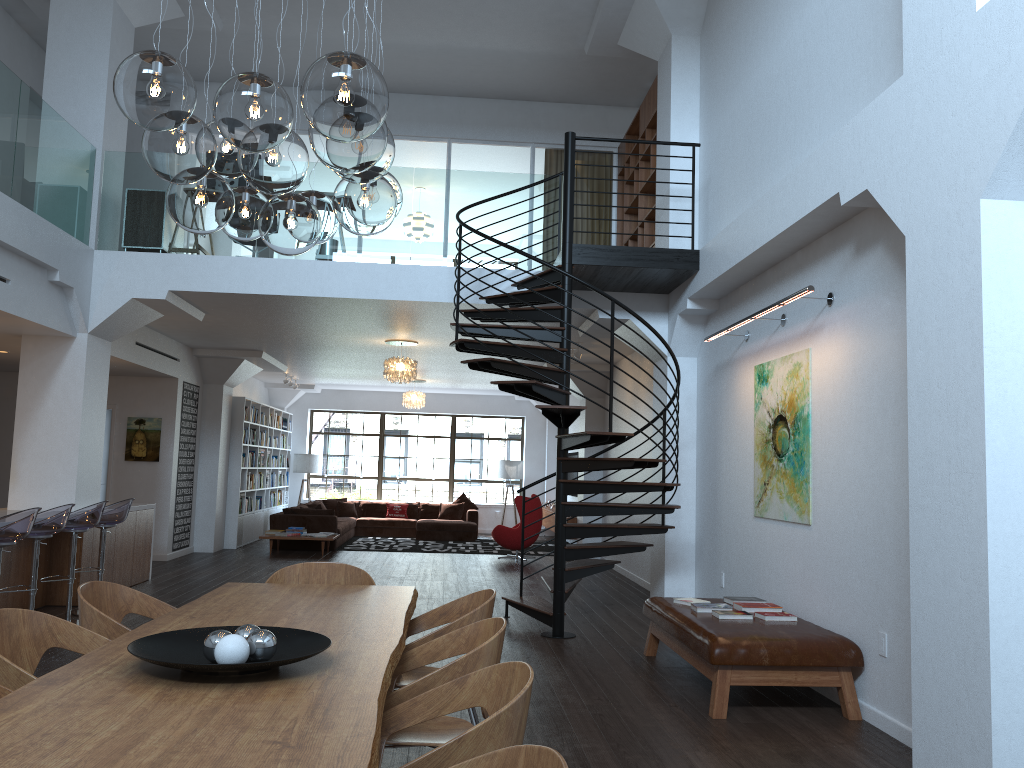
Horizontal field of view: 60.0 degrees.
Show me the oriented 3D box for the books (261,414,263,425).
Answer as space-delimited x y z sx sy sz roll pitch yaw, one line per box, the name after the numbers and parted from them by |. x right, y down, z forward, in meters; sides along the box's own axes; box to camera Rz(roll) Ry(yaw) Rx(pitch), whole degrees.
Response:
-4.517 0.629 15.773 0.146 0.202 0.027 2 -6 -4 | books

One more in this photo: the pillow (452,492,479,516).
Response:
-1.038 2.507 18.086 0.651 0.587 0.335 4 -6 -25 | pillow

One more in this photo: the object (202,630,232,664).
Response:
-0.887 0.797 2.691 0.100 0.100 0.100 -3 -7 41 | object

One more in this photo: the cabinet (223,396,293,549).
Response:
-4.717 1.610 16.339 0.461 2.414 4.500 2 -6 -4 | cabinet

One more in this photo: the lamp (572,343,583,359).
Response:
0.834 -0.419 11.196 0.120 0.211 0.111 5 -6 -30 | lamp

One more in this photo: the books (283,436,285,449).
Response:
-4.684 1.176 17.874 0.183 0.253 0.034 2 -6 -5 | books

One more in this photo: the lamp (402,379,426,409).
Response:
-1.831 0.201 16.604 0.441 0.539 0.442 -3 -7 38 | lamp

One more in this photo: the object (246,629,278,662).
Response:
-0.763 0.795 2.690 0.100 0.100 0.100 -3 -7 41 | object

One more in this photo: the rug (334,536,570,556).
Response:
-0.931 2.890 15.881 4.200 0.007 3.100 2 -6 -3 | rug

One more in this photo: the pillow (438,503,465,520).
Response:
-1.234 2.565 17.900 0.542 0.362 0.248 0 -6 17 | pillow

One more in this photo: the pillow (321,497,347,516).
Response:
-3.516 2.489 17.811 0.580 0.418 0.334 5 -6 -31 | pillow

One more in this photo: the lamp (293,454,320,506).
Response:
-4.351 2.267 18.651 0.545 1.579 0.545 3 -6 -15 | lamp

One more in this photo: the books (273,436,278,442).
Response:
-4.652 1.134 17.319 0.140 0.231 0.042 2 -6 -4 | books

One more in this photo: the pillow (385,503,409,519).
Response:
-2.323 2.571 17.938 0.465 0.308 0.220 3 -6 -8 | pillow

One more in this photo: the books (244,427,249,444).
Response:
-4.429 0.844 14.580 0.176 0.290 0.053 2 -6 -4 | books

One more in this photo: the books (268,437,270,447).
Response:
-4.587 1.080 16.532 0.139 0.191 0.036 2 -6 -4 | books

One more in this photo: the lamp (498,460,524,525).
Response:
-0.044 2.416 18.855 0.545 1.579 0.545 1 -6 7 | lamp

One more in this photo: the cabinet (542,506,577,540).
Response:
0.953 2.574 16.673 0.459 0.350 4.501 2 -6 -4 | cabinet

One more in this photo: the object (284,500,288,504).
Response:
-4.812 2.430 18.286 0.331 0.088 0.410 2 -6 -4 | object

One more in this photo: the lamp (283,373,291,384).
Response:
-4.081 -0.095 16.030 0.111 0.211 0.120 -1 -6 30 | lamp

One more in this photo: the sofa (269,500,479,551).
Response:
-2.311 2.561 16.322 3.481 0.664 4.197 2 -6 -4 | sofa

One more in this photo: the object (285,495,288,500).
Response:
-4.810 2.342 18.295 0.331 0.088 0.410 2 -6 -4 | object

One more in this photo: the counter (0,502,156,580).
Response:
-3.363 1.455 6.326 3.039 0.860 8.182 5 -7 -33 | counter

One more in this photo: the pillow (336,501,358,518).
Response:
-3.319 2.505 17.727 0.489 0.337 0.238 6 -7 -34 | pillow

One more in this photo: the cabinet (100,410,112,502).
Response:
-6.901 0.978 13.501 0.527 2.991 2.630 2 -6 -4 | cabinet

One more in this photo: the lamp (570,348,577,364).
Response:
0.796 -0.369 11.711 0.111 0.211 0.120 -4 -8 45 | lamp

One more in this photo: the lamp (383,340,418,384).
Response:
-1.453 -0.278 11.580 0.441 0.539 0.442 -3 -7 38 | lamp

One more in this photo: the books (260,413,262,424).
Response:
-4.507 0.621 15.692 0.146 0.202 0.027 2 -6 -4 | books

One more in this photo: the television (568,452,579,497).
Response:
1.142 1.699 16.706 0.013 0.816 1.324 2 -6 -4 | television

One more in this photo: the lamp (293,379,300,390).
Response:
-4.156 0.002 17.047 0.120 0.211 0.111 5 -6 -30 | lamp

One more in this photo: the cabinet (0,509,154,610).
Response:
-4.396 1.597 7.871 0.898 0.796 4.493 2 -6 -4 | cabinet

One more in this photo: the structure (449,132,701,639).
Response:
0.451 -0.056 7.651 1.998 4.352 1.998 7 -8 -43 | structure

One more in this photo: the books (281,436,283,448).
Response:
-4.675 1.158 17.680 0.183 0.253 0.034 2 -6 -5 | books

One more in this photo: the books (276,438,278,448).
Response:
-4.645 1.150 17.278 0.139 0.191 0.036 2 -6 -4 | books

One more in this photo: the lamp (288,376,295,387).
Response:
-4.118 -0.047 16.532 0.111 0.211 0.120 -4 -8 45 | lamp

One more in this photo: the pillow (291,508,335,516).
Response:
-3.247 2.212 14.521 0.750 0.364 0.289 2 -6 -5 | pillow

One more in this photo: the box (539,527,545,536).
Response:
0.580 3.160 18.991 0.228 0.165 0.368 2 -6 -4 | box

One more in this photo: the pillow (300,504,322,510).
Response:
-3.303 2.194 14.786 0.559 0.411 0.269 -3 -7 42 | pillow

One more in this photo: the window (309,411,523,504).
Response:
-2.094 1.628 19.495 4.648 1.905 0.114 2 -6 -4 | window

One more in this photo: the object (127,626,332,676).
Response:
-0.852 0.821 2.699 0.592 0.066 0.592 -4 -8 43 | object

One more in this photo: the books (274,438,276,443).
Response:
-4.641 1.140 17.135 0.134 0.184 0.030 2 -6 -4 | books

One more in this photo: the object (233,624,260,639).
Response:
-0.826 0.801 2.770 0.100 0.100 0.100 -3 -7 41 | object

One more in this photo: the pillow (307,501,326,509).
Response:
-3.518 2.347 16.194 0.325 0.391 0.625 1 -6 12 | pillow

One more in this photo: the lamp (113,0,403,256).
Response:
-0.805 -1.579 3.245 0.849 2.140 1.787 2 -6 -5 | lamp

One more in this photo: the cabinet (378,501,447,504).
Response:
-2.089 2.832 18.832 1.520 0.625 0.350 2 -6 -4 | cabinet

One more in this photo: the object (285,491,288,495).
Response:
-4.814 2.255 18.303 0.316 0.088 0.410 2 -6 -4 | object

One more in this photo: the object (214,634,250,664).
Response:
-0.824 0.788 2.610 0.100 0.100 0.100 -3 -7 41 | object

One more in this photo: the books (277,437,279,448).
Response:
-4.659 1.141 17.367 0.158 0.226 0.052 2 -6 -4 | books

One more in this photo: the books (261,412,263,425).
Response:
-4.527 0.622 15.859 0.140 0.231 0.042 2 -6 -4 | books

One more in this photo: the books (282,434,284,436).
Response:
-4.695 1.161 17.910 0.176 0.290 0.036 2 -6 -5 | books
